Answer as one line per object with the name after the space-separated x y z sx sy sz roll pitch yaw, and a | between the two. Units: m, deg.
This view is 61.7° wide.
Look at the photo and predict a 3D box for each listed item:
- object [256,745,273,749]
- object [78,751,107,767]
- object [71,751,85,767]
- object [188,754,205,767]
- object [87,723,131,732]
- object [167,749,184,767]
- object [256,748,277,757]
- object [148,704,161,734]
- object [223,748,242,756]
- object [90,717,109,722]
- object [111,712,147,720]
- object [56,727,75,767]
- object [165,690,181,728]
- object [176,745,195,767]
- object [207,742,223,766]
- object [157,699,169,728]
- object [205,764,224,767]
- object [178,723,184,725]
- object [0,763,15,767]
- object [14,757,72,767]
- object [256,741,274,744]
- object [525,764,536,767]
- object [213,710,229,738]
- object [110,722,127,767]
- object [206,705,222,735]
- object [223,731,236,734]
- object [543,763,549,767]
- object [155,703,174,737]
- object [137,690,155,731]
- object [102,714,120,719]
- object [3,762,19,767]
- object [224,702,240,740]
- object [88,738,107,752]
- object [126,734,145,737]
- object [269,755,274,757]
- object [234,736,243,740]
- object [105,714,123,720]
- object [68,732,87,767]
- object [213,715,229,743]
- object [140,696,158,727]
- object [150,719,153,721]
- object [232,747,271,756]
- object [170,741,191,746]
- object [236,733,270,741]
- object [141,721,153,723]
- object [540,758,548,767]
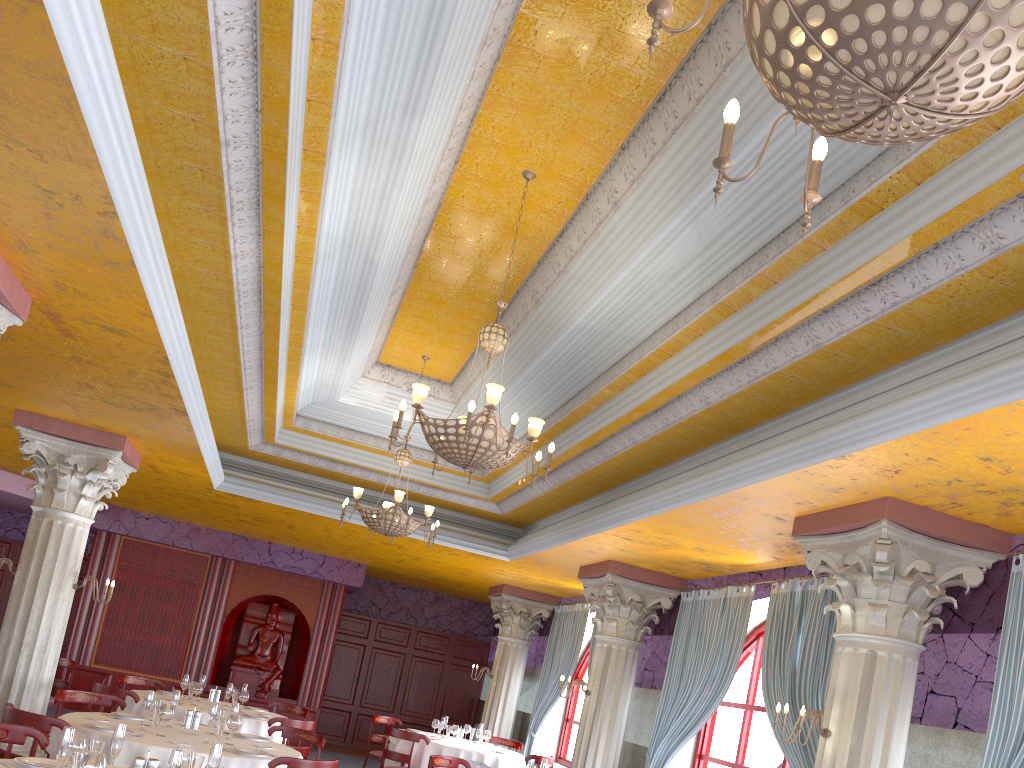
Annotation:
-2.185 3.202 7.553 0.157 0.009 0.169 2 -21 25 | object
-1.980 1.856 4.011 0.125 0.256 0.123 15 -8 -22 | object
-2.074 1.876 4.082 0.085 0.230 0.089 10 -7 11 | object
-1.763 2.166 4.720 0.084 0.230 0.090 7 -8 33 | object
-3.139 2.685 6.668 0.318 0.023 0.325 16 -20 -13 | object
-1.646 1.929 4.126 0.073 0.325 0.077 9 -6 22 | object
-2.053 3.082 7.157 0.255 0.019 0.058 -2 -22 34 | object
-2.917 2.749 7.023 0.085 0.230 0.089 10 -7 11 | object
-2.227 2.927 6.810 0.230 0.013 0.029 0 -20 30 | object
-3.436 2.798 7.134 0.157 0.009 0.168 -2 -23 34 | object
-3.443 2.993 7.709 0.326 0.023 0.317 24 -23 -32 | object
-2.179 1.826 4.142 0.073 0.325 0.077 9 -6 22 | object
-3.015 2.893 7.626 0.073 0.325 0.077 9 -6 22 | object
-1.852 2.160 4.794 0.122 0.256 0.126 12 -8 0 | object
-1.639 2.123 4.668 0.073 0.325 0.077 9 -6 22 | object
-3.078 2.888 7.506 0.087 0.230 0.087 13 -7 -11 | object
-1.530 2.061 4.330 0.122 0.256 0.126 12 -8 0 | object
-3.027 3.183 7.984 0.161 0.009 0.165 16 -20 -13 | object
-2.669 2.038 4.568 0.255 0.019 0.058 -2 -22 34 | object
-2.600 2.120 4.767 0.318 0.023 0.325 16 -20 -13 | object
-2.278 3.300 7.890 0.027 0.013 0.247 2 -21 29 | object
0.164 3.780 8.199 0.122 0.256 0.126 12 -8 0 | object
-2.605 3.039 7.662 0.087 0.230 0.087 13 -7 -11 | object
-2.172 2.020 4.685 0.073 0.325 0.077 9 -6 22 | object
-2.694 3.034 7.735 0.122 0.256 0.126 12 -8 0 | object
-2.621 3.292 8.072 0.054 0.019 0.272 0 -22 33 | object
0.287 3.651 7.867 0.074 0.325 0.076 12 -6 0 | object
-2.822 2.729 6.952 0.125 0.256 0.123 15 -8 -22 | object
-3.022 2.699 7.084 0.076 0.325 0.074 14 -6 -22 | object
-3.511 2.911 7.510 0.255 0.019 0.058 -2 -22 34 | object
-2.655 2.061 4.602 0.251 0.003 0.023 0 -22 29 | object
-2.481 2.996 7.610 0.073 0.325 0.077 6 -8 45 | object
-2.235 2.015 4.565 0.087 0.230 0.087 13 -7 -11 | object
-2.943 2.702 6.595 0.054 0.019 0.272 0 -22 33 | object
-2.071 3.075 7.122 0.251 0.003 0.023 0 -22 29 | object
-2.490 3.230 7.810 0.137 0.010 0.031 -1 -22 32 | object
-3.497 2.934 7.544 0.251 0.003 0.023 0 -22 29 | object
-2.302 1.955 4.474 0.122 0.256 0.126 12 -8 0 | object
-2.444 2.900 7.179 0.085 0.230 0.089 10 -7 11 | object
-3.145 2.828 7.416 0.121 0.256 0.128 4 -11 44 | object
-3.339 3.072 7.856 0.230 0.013 0.029 0 -20 30 | object
-2.121 2.996 6.959 0.318 0.023 0.325 16 -20 -13 | object
-2.594 2.817 6.704 0.157 0.009 0.169 2 -21 25 | object
-2.425 3.303 7.999 0.310 0.023 0.333 6 -20 15 | object
-3.257 3.013 7.639 0.029 0.010 0.147 0 -22 31 | object
0.294 3.845 8.409 0.073 0.325 0.077 6 -8 45 | object
